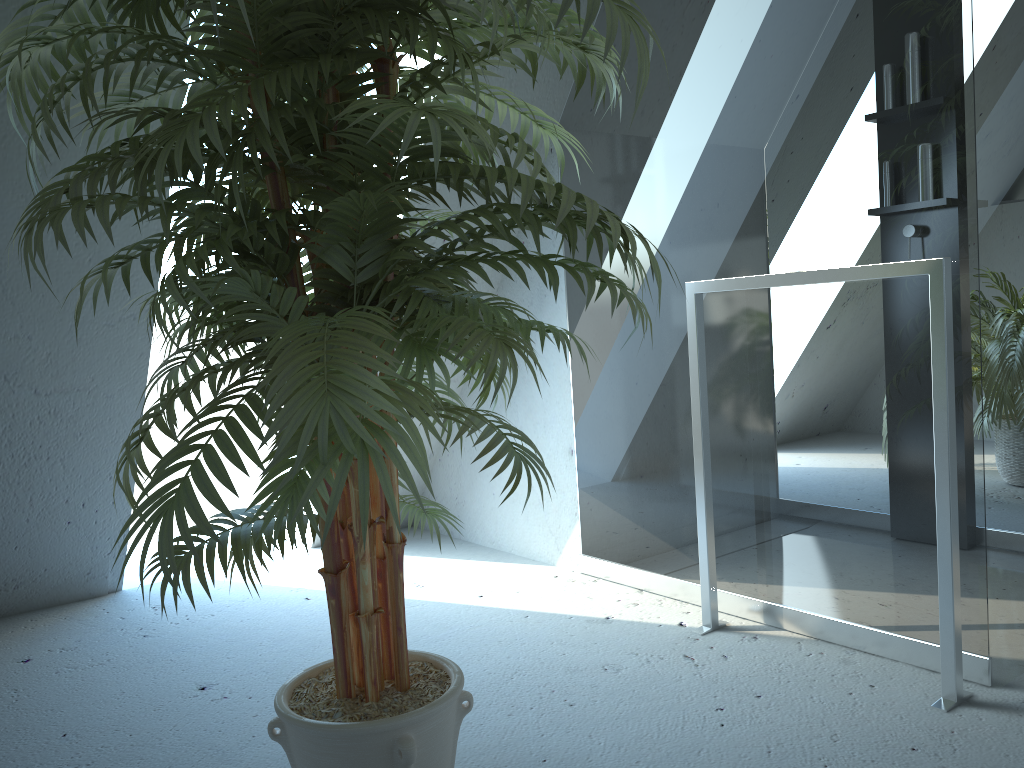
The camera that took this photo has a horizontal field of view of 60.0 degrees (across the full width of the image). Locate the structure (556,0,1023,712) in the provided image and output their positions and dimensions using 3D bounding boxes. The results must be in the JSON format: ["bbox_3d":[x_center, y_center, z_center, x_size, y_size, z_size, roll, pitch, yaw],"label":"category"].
[{"bbox_3d":[1.040,-0.488,2.214,1.184,2.114,1.835,-7,5,-37],"label":"structure"}]

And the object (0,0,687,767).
[{"bbox_3d":[-0.270,-0.300,1.306,1.020,2.034,0.980,-3,4,11],"label":"object"}]
